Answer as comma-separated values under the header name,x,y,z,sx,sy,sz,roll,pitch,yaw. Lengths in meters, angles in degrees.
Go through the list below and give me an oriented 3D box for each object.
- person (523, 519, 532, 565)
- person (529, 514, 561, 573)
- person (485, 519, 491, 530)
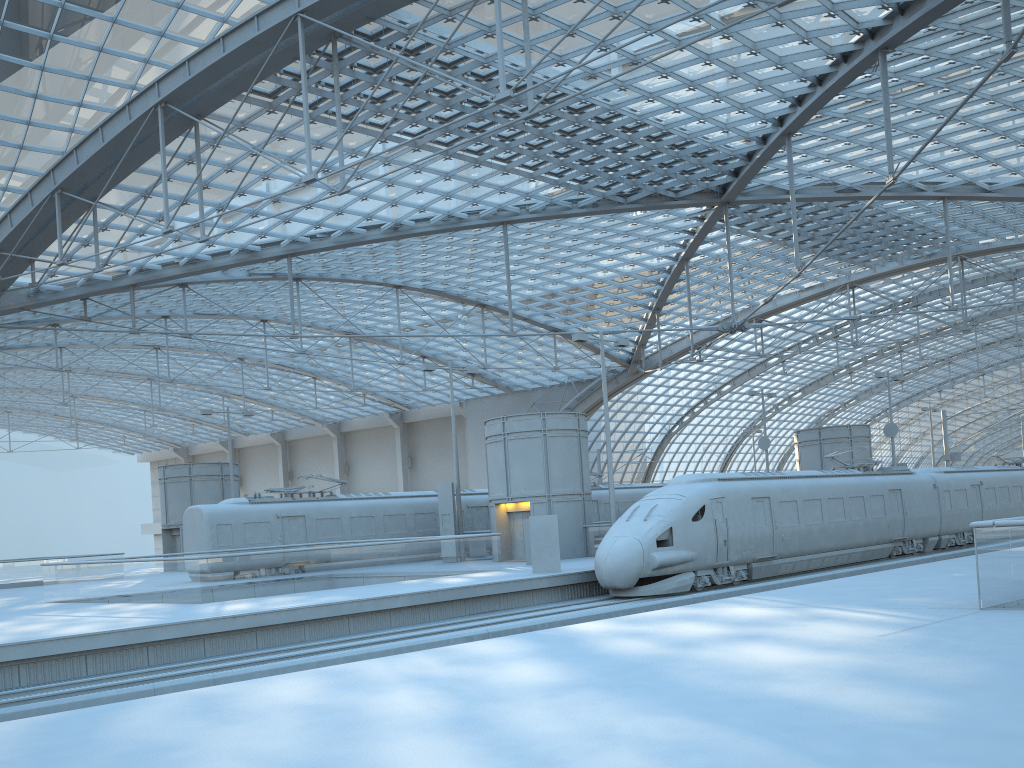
name,x,y,z,sx,sy,sz,roll,pitch,yaw
person,0.765,5.393,29.917,0.713,1.609,0.001,-5,-1,27
person,0.968,4.643,25.384,0.878,1.702,0.001,-5,-1,22
person,-0.747,6.864,39.180,0.830,1.729,0.001,-5,-1,22
